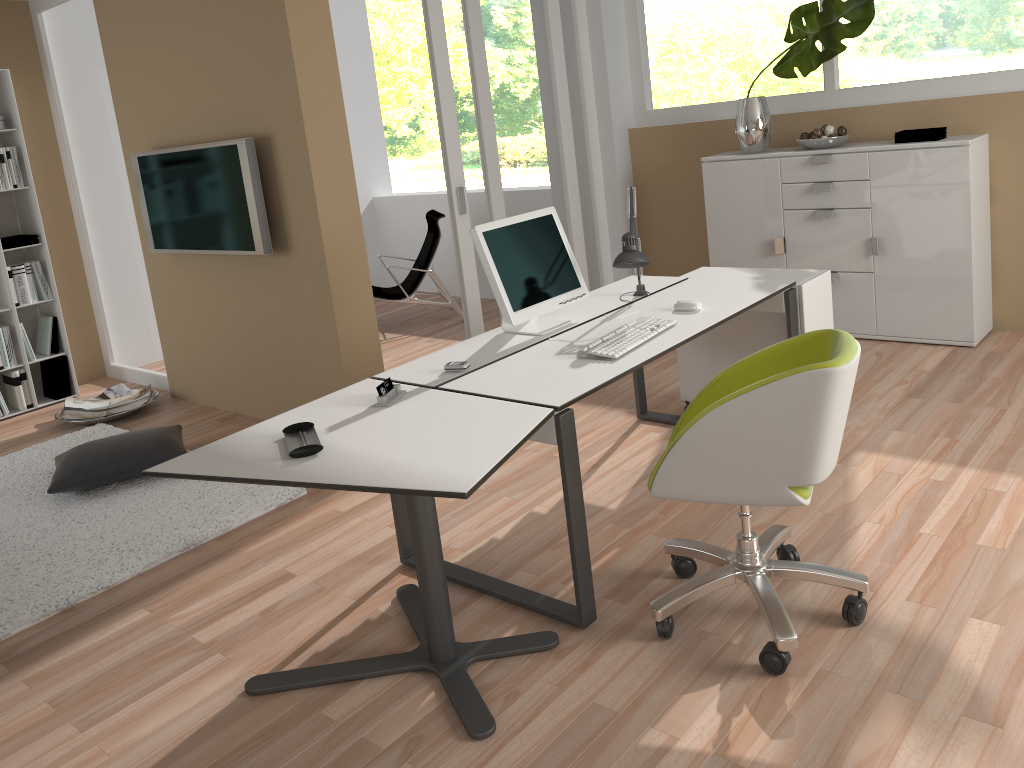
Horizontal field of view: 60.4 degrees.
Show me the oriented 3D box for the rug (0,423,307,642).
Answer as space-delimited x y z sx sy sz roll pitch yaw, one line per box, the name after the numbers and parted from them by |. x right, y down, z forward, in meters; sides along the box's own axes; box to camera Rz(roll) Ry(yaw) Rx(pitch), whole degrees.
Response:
-2.085 0.565 3.945 2.035 0.044 1.482 8 22 40 | rug

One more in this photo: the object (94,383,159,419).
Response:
-2.450 0.119 5.427 0.501 0.094 0.350 8 22 40 | object

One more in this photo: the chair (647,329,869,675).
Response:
0.684 0.278 2.486 0.597 0.791 0.639 -3 14 17 | chair

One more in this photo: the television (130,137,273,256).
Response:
-1.682 -0.981 4.696 1.180 0.565 0.055 7 17 41 | television

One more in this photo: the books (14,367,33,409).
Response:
-3.184 0.018 5.701 0.208 0.253 0.041 5 16 42 | books

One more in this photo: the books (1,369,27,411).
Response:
-3.207 0.031 5.668 0.208 0.253 0.041 5 16 42 | books

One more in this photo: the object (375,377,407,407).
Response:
-0.370 0.021 2.684 0.049 0.054 0.134 -3 17 17 | object

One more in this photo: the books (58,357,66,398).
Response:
-3.036 -0.051 5.871 0.212 0.263 0.032 5 16 42 | books

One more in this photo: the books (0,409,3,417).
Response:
-3.310 0.075 5.561 0.208 0.254 0.061 5 16 42 | books

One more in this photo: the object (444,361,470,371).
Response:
-0.181 -0.059 2.906 0.084 0.020 0.049 0 17 21 | object

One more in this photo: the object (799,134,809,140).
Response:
1.707 -1.427 5.136 0.056 0.060 0.056 -8 14 -4 | object

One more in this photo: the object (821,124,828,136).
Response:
1.834 -1.483 5.145 0.053 0.069 0.054 -18 17 -40 | object

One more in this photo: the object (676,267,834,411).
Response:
1.090 -0.161 3.973 0.624 0.660 0.315 5 17 41 | object

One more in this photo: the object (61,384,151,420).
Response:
-2.472 0.124 5.379 0.502 0.094 0.350 -12 17 -17 | object

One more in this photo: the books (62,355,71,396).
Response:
-3.016 -0.064 5.895 0.220 0.268 0.032 5 16 42 | books

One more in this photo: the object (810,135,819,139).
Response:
1.735 -1.392 5.042 0.052 0.064 0.057 -16 16 -34 | object

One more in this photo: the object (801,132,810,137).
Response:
1.727 -1.450 5.183 0.056 0.063 0.054 -2 14 21 | object

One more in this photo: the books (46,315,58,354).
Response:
-3.076 -0.332 5.861 0.220 0.237 0.044 5 16 42 | books

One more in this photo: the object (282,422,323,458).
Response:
-0.569 0.150 2.385 0.090 0.030 0.220 -12 18 -16 | object

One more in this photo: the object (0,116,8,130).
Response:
-3.294 -1.634 5.545 0.191 0.088 0.197 -9 16 -5 | object

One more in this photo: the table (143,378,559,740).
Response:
-0.329 0.479 2.417 0.929 0.672 0.829 5 19 38 | table

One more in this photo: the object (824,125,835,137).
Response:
1.818 -1.448 5.041 0.052 0.065 0.057 -13 15 -24 | object

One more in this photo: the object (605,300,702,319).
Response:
0.536 -0.267 3.370 0.370 0.078 0.144 -1 17 20 | object

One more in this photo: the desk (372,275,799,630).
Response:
0.385 0.104 3.352 0.808 0.670 1.637 6 20 40 | desk

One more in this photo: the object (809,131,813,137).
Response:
1.776 -1.462 5.205 0.054 0.062 0.058 -7 14 2 | object

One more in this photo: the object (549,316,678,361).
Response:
0.309 -0.154 3.094 0.389 0.078 0.467 5 21 35 | object

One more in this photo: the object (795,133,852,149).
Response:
1.806 -1.404 5.106 0.313 0.062 0.323 -5 17 7 | object

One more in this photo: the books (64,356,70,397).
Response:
-3.020 -0.060 5.892 0.212 0.263 0.032 5 16 42 | books

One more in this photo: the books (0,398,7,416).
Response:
-3.289 0.070 5.578 0.208 0.252 0.059 5 16 42 | books

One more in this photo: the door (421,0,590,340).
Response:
0.009 -1.473 5.409 0.060 2.587 1.212 2 15 41 | door

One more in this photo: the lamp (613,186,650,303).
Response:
0.466 -0.493 3.477 0.140 0.516 0.555 -6 14 8 | lamp

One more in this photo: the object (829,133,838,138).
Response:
1.835 -1.396 5.014 0.054 0.062 0.058 -2 14 19 | object

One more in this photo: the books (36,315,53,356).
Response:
-3.101 -0.324 5.837 0.208 0.240 0.087 5 17 42 | books

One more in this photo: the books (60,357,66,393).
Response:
-3.037 -0.056 5.877 0.215 0.264 0.032 5 16 42 | books

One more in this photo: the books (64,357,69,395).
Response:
-3.023 -0.058 5.888 0.212 0.263 0.032 5 16 42 | books

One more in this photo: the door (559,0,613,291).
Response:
0.203 -1.590 5.712 0.045 2.587 1.212 2 15 41 | door

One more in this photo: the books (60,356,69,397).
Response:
-3.026 -0.058 5.882 0.217 0.266 0.032 5 16 42 | books

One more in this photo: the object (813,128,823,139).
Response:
1.762 -1.442 5.067 0.053 0.062 0.056 0 15 26 | object

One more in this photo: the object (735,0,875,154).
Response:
1.697 -1.791 5.108 0.861 0.825 0.271 4 16 39 | object

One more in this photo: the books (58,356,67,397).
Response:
-3.033 -0.057 5.881 0.215 0.264 0.032 5 16 42 | books

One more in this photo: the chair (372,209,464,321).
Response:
-1.138 -0.815 6.728 1.439 0.806 0.708 -11 14 -13 | chair

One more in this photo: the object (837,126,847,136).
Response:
1.873 -1.431 4.995 0.054 0.066 0.053 -18 17 -38 | object

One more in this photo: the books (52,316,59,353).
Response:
-3.071 -0.332 5.867 0.212 0.233 0.044 5 16 42 | books

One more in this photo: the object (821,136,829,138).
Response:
1.792 -1.390 5.043 0.055 0.064 0.053 1 16 32 | object

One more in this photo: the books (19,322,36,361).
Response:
-3.176 -0.278 5.702 0.208 0.254 0.061 5 16 42 | books

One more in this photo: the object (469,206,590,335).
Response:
0.073 -0.424 3.324 0.198 0.421 0.476 3 17 41 | object

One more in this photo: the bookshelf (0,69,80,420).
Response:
-3.474 -0.807 5.414 0.334 2.093 1.061 2 15 41 | bookshelf

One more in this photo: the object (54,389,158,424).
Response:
-2.462 0.155 5.371 0.584 0.062 0.602 -2 18 17 | object

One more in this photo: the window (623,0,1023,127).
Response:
2.144 -2.480 4.920 3.653 1.755 0.046 7 17 41 | window

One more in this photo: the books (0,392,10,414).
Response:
-3.291 0.061 5.600 0.208 0.252 0.059 5 16 42 | books

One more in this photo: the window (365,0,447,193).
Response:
2.196 -4.959 11.913 12.058 5.822 2.130 1 13 25 | window
